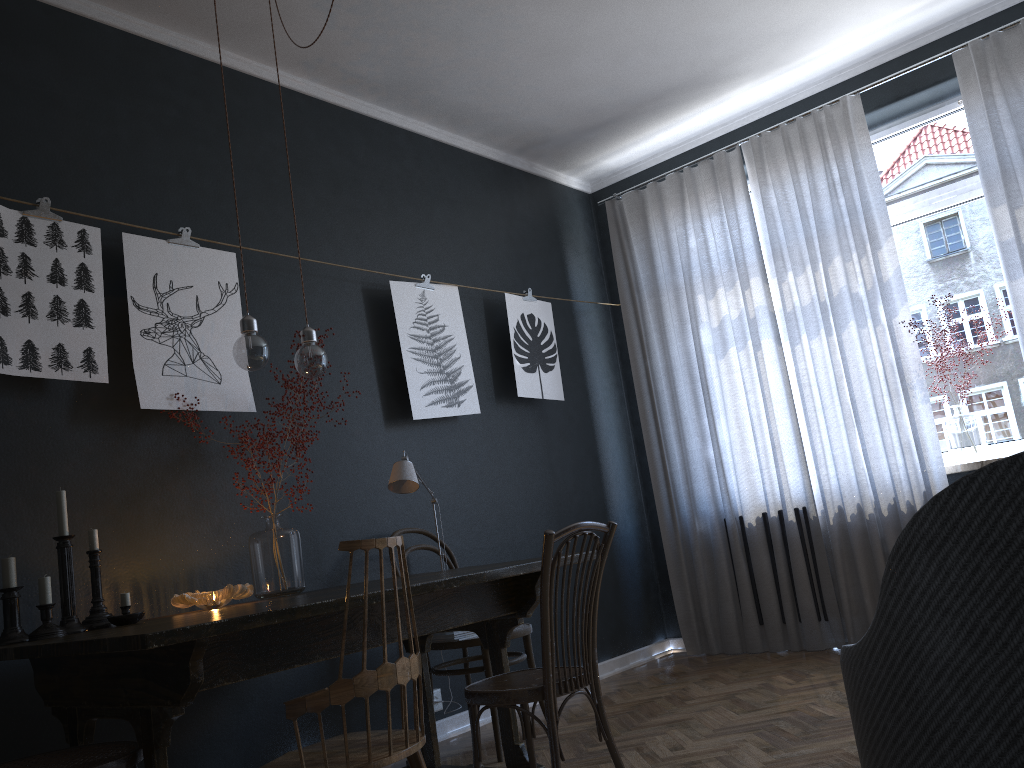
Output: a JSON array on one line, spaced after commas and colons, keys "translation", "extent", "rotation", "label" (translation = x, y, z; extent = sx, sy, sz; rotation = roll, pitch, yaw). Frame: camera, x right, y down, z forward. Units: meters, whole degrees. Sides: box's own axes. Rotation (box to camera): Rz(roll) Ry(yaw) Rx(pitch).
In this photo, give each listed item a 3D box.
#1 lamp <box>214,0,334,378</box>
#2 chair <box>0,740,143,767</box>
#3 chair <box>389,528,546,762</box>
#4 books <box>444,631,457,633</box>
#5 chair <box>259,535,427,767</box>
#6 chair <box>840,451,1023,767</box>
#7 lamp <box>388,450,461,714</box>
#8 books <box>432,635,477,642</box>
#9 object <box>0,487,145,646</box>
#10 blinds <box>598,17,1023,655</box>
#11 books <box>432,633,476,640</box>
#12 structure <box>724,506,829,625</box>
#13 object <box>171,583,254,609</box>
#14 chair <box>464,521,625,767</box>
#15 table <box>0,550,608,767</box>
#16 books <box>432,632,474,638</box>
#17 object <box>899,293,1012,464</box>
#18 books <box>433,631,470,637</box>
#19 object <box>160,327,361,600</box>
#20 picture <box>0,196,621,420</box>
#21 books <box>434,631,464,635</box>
[{"translation": [-0.519, -0.947, 2.414], "extent": [0.582, 1.570, 1.595], "rotation": [-5, -10, -19], "label": "lamp"}, {"translation": [-1.122, 0.869, 2.002], "extent": [0.439, 0.918, 0.549], "rotation": [-17, -12, 41], "label": "chair"}, {"translation": [-0.181, 1.018, 3.649], "extent": [0.550, 0.918, 0.438], "rotation": [-16, -12, 36], "label": "chair"}, {"translation": [-0.176, 0.985, 3.615], "extent": [0.288, 0.008, 0.219], "rotation": [-1, -12, -37], "label": "books"}, {"translation": [-0.376, 0.804, 2.066], "extent": [0.384, 0.854, 0.456], "rotation": [-13, -10, 24], "label": "chair"}, {"translation": [0.770, 0.472, 1.083], "extent": [0.645, 0.809, 0.495], "rotation": [-12, -10, 17], "label": "chair"}, {"translation": [-0.312, 0.821, 3.577], "extent": [0.242, 1.067, 0.802], "rotation": [-8, -9, -6], "label": "lamp"}, {"translation": [-0.166, 1.016, 3.605], "extent": [0.304, 0.008, 0.219], "rotation": [1, -14, -43], "label": "books"}, {"translation": [-1.272, 0.501, 2.527], "extent": [0.223, 0.418, 0.368], "rotation": [-16, -12, 40], "label": "object"}, {"translation": [2.292, -0.233, 4.153], "extent": [4.001, 2.782, 0.312], "rotation": [-16, -12, 39], "label": "blinds"}, {"translation": [-0.169, 1.010, 3.605], "extent": [0.305, 0.007, 0.219], "rotation": [-1, -13, -38], "label": "books"}, {"translation": [1.953, 0.856, 4.483], "extent": [1.850, 0.599, 0.216], "rotation": [-17, -12, 39], "label": "structure"}, {"translation": [-0.966, 0.691, 2.868], "extent": [0.254, 0.072, 0.253], "rotation": [1, -14, -44], "label": "object"}, {"translation": [0.088, 0.830, 2.530], "extent": [0.468, 0.818, 0.363], "rotation": [-16, -12, 38], "label": "chair"}, {"translation": [-0.567, 0.996, 2.630], "extent": [1.128, 0.726, 1.605], "rotation": [-16, -13, 38], "label": "table"}, {"translation": [-0.168, 1.002, 3.608], "extent": [0.304, 0.008, 0.219], "rotation": [-1, -13, -38], "label": "books"}, {"translation": [2.186, -0.021, 4.352], "extent": [0.515, 0.807, 0.600], "rotation": [-11, -10, 13], "label": "object"}, {"translation": [-0.170, 0.994, 3.607], "extent": [0.304, 0.013, 0.219], "rotation": [-1, -13, -38], "label": "books"}, {"translation": [-0.886, 0.300, 3.213], "extent": [0.639, 0.928, 0.558], "rotation": [-10, -9, 9], "label": "object"}, {"translation": [-0.662, -0.227, 3.872], "extent": [0.058, 0.769, 4.459], "rotation": [-16, -12, 38], "label": "picture"}, {"translation": [-0.174, 0.990, 3.613], "extent": [0.288, 0.008, 0.219], "rotation": [-1, -12, -37], "label": "books"}]
